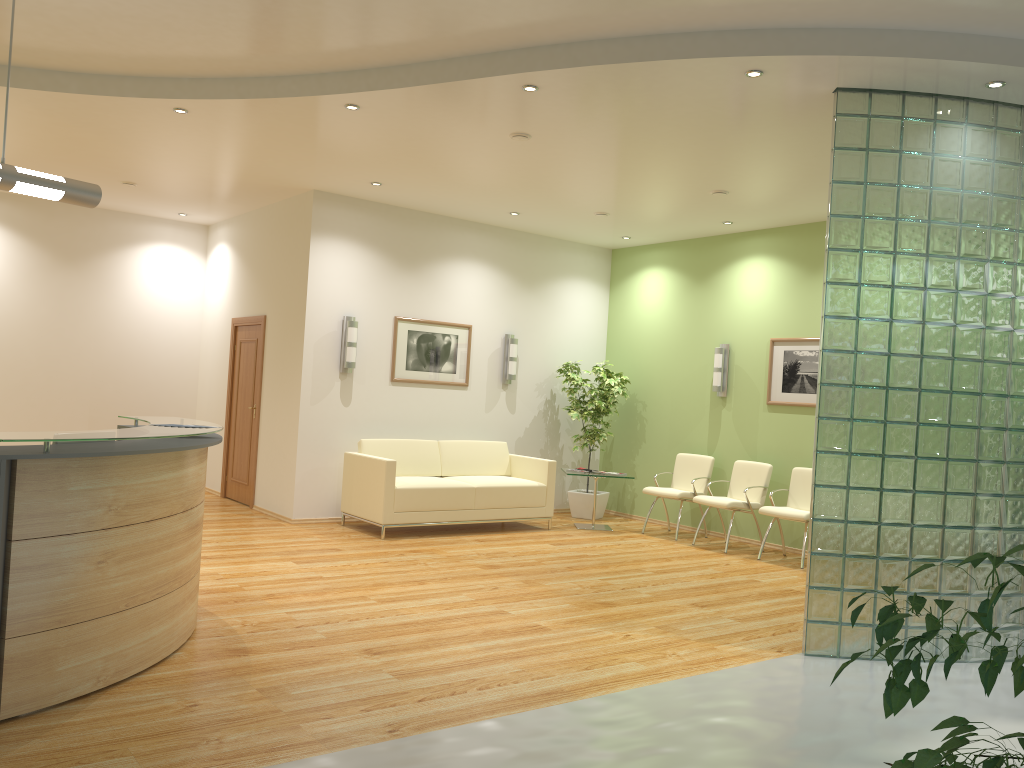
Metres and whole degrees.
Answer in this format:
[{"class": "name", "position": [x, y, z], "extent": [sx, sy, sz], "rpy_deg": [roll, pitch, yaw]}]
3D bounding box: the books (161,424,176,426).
[{"class": "books", "position": [-1.878, 0.233, 4.988], "extent": [0.150, 0.004, 0.210], "rpy_deg": [4, -1, -2]}]

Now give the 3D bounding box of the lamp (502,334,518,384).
[{"class": "lamp", "position": [-0.014, -0.289, 10.329], "extent": [0.134, 0.580, 0.142], "rpy_deg": [4, -1, -37]}]

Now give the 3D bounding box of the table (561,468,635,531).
[{"class": "table", "position": [0.924, 1.290, 9.868], "extent": [0.736, 0.614, 0.736], "rpy_deg": [4, -1, -2]}]

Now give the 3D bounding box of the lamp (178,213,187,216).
[{"class": "lamp", "position": [-3.979, -2.045, 10.716], "extent": [0.105, 0.011, 0.105], "rpy_deg": [3, -1, 20]}]

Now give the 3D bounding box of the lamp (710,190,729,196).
[{"class": "lamp", "position": [1.866, -1.709, 7.975], "extent": [0.167, 0.024, 0.167], "rpy_deg": [3, -1, 14]}]

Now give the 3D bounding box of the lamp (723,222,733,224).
[{"class": "lamp", "position": [2.251, -1.678, 9.253], "extent": [0.105, 0.011, 0.105], "rpy_deg": [3, -1, 34]}]

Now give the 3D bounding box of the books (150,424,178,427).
[{"class": "books", "position": [-1.914, 0.231, 4.993], "extent": [0.150, 0.004, 0.210], "rpy_deg": [3, -1, 18]}]

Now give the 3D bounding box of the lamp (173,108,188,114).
[{"class": "lamp", "position": [-2.424, -1.994, 6.485], "extent": [0.105, 0.011, 0.105], "rpy_deg": [3, -1, 32]}]

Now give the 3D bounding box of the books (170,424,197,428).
[{"class": "books", "position": [-1.843, 0.235, 4.995], "extent": [0.150, 0.004, 0.210], "rpy_deg": [4, -1, -22]}]

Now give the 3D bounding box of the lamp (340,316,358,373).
[{"class": "lamp", "position": [-1.660, -0.403, 9.083], "extent": [0.134, 0.580, 0.142], "rpy_deg": [4, -1, -37]}]

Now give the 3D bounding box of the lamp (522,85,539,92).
[{"class": "lamp", "position": [0.114, -1.849, 5.555], "extent": [0.105, 0.011, 0.105], "rpy_deg": [3, -1, 23]}]

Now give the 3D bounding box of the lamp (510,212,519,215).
[{"class": "lamp", "position": [0.028, -1.813, 9.451], "extent": [0.105, 0.011, 0.105], "rpy_deg": [4, -1, -4]}]

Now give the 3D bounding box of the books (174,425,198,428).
[{"class": "books", "position": [-1.827, 0.236, 5.004], "extent": [0.150, 0.004, 0.210], "rpy_deg": [4, -1, -32]}]

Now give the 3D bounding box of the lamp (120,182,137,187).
[{"class": "lamp", "position": [-3.952, -2.054, 9.144], "extent": [0.167, 0.024, 0.167], "rpy_deg": [3, -1, 14]}]

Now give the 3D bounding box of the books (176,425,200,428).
[{"class": "books", "position": [-1.812, 0.237, 5.015], "extent": [0.150, 0.004, 0.210], "rpy_deg": [4, -1, -42]}]

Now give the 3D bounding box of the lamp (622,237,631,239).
[{"class": "lamp", "position": [1.348, -1.721, 10.450], "extent": [0.105, 0.011, 0.105], "rpy_deg": [4, -1, -11]}]

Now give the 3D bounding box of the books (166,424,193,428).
[{"class": "books", "position": [-1.860, 0.234, 4.990], "extent": [0.150, 0.004, 0.210], "rpy_deg": [4, -1, -12]}]

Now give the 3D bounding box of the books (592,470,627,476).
[{"class": "books", "position": [1.075, 0.975, 9.781], "extent": [0.328, 0.031, 0.230], "rpy_deg": [3, -1, 28]}]

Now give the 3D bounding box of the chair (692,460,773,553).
[{"class": "chair", "position": [2.243, 1.228, 9.034], "extent": [0.650, 0.881, 0.536], "rpy_deg": [4, -1, -32]}]

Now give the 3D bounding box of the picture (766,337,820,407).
[{"class": "picture", "position": [2.992, -0.119, 8.913], "extent": [0.025, 0.700, 1.000], "rpy_deg": [4, -1, -37]}]

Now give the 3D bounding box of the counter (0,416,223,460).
[{"class": "counter", "position": [-2.685, 0.214, 3.974], "extent": [1.837, 0.078, 3.674], "rpy_deg": [3, -1, 38]}]

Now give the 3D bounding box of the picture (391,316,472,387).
[{"class": "picture", "position": [-0.869, -0.347, 9.755], "extent": [1.000, 0.700, 0.025], "rpy_deg": [4, -1, -37]}]

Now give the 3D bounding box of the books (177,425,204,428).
[{"class": "books", "position": [-1.800, 0.238, 5.028], "extent": [0.210, 0.004, 0.150], "rpy_deg": [3, -1, 38]}]

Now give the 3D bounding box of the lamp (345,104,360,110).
[{"class": "lamp", "position": [-1.109, -1.917, 6.152], "extent": [0.105, 0.011, 0.105], "rpy_deg": [3, -1, 10]}]

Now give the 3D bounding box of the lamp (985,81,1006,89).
[{"class": "lamp", "position": [2.738, -1.693, 5.022], "extent": [0.105, 0.011, 0.105], "rpy_deg": [4, -1, -20]}]

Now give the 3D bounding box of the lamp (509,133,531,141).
[{"class": "lamp", "position": [0.061, -1.834, 6.609], "extent": [0.167, 0.024, 0.167], "rpy_deg": [3, -1, 2]}]

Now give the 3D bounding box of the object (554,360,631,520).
[{"class": "object", "position": [0.935, 0.654, 10.601], "extent": [0.943, 1.900, 0.668], "rpy_deg": [4, -1, -29]}]

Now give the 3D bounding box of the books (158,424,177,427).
[{"class": "books", "position": [-1.897, 0.232, 4.989], "extent": [0.150, 0.004, 0.210], "rpy_deg": [3, -1, 8]}]

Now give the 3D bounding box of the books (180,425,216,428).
[{"class": "books", "position": [-1.782, 0.240, 5.060], "extent": [0.210, 0.004, 0.150], "rpy_deg": [3, -1, 18]}]

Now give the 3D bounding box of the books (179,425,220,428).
[{"class": "books", "position": [-1.790, 0.239, 5.044], "extent": [0.210, 0.004, 0.150], "rpy_deg": [3, -1, 28]}]

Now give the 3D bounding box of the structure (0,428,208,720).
[{"class": "structure", "position": [-2.719, 0.776, 3.967], "extent": [1.837, 1.049, 3.673], "rpy_deg": [3, -1, 38]}]

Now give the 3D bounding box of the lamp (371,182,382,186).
[{"class": "lamp", "position": [-1.292, -1.904, 8.451], "extent": [0.105, 0.011, 0.105], "rpy_deg": [4, -1, -4]}]

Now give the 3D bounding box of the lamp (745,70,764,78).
[{"class": "lamp", "position": [1.387, -1.775, 5.082], "extent": [0.105, 0.011, 0.105], "rpy_deg": [4, -1, -21]}]

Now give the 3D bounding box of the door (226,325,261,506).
[{"class": "door", "position": [-3.057, 0.333, 10.081], "extent": [0.098, 2.001, 0.823], "rpy_deg": [4, -1, -37]}]

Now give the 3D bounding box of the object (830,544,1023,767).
[{"class": "object", "position": [0.415, 0.778, 0.537], "extent": [0.503, 1.376, 0.590], "rpy_deg": [3, -1, 23]}]

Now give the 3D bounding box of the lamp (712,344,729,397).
[{"class": "lamp", "position": [2.289, -0.153, 9.749], "extent": [0.142, 0.580, 0.134], "rpy_deg": [4, -1, -37]}]

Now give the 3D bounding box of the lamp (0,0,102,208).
[{"class": "lamp", "position": [-2.568, -1.560, 3.987], "extent": [0.197, 1.249, 1.470], "rpy_deg": [3, -1, 38]}]

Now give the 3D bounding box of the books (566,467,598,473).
[{"class": "books", "position": [0.784, 0.958, 9.881], "extent": [0.230, 0.031, 0.328], "rpy_deg": [3, -1, 33]}]

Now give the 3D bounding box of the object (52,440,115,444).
[{"class": "object", "position": [-2.094, 0.439, 4.260], "extent": [0.206, 0.405, 0.411], "rpy_deg": [3, -1, 13]}]

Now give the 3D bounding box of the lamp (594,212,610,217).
[{"class": "lamp", "position": [0.932, -1.753, 9.213], "extent": [0.167, 0.024, 0.167], "rpy_deg": [3, -1, 14]}]
